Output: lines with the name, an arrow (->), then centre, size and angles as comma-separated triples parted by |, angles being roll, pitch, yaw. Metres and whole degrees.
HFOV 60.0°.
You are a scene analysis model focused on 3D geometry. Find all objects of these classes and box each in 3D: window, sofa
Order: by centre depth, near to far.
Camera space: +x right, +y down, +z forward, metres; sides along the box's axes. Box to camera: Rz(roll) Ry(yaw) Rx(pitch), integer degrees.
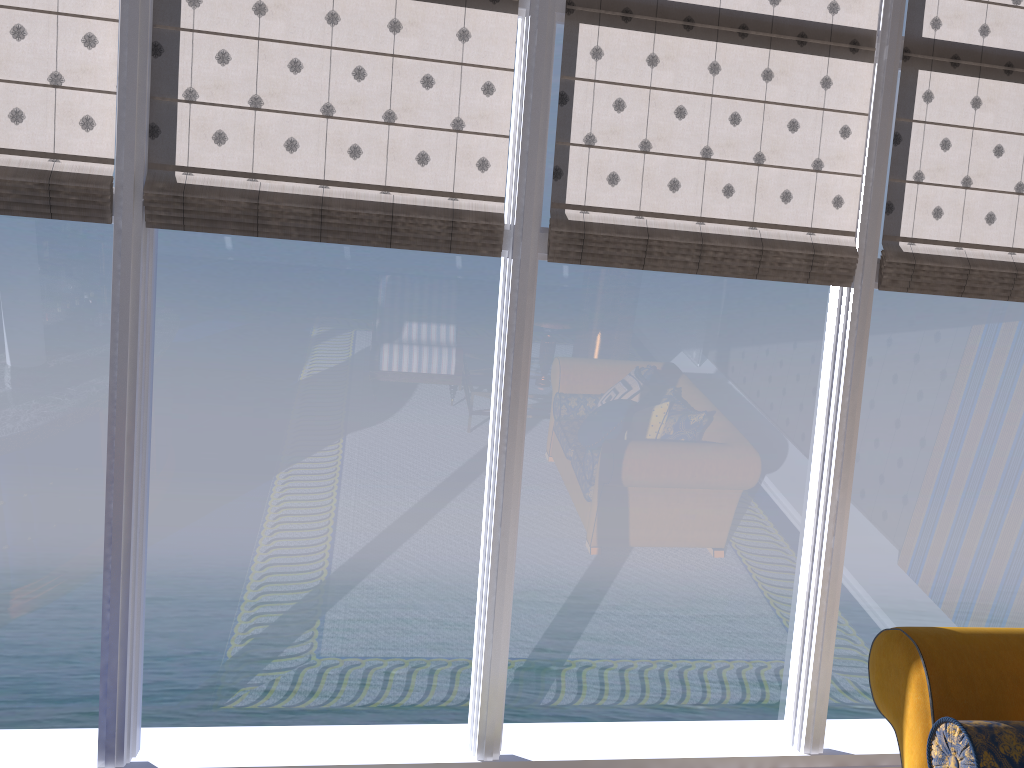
sofa -> 1.640, 0.986, 1.743 | 1.015, 0.853, 1.844 | 3, -9, -8
window -> -4.346, -1.563, 2.757 | 15.525, 5.847, 1.615 | 3, -9, -11

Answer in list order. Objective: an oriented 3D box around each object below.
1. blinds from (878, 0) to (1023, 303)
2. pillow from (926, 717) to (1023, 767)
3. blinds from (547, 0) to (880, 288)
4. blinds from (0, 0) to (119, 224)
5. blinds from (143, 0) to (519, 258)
blinds -> 2.402, -2.111, 3.850 | 1.370, 3.389, 0.872 | 3, -9, -10
pillow -> 1.255, 0.936, 2.183 | 0.378, 0.219, 0.215 | 3, -9, -6
blinds -> 0.940, -2.198, 3.577 | 1.370, 3.389, 0.872 | 3, -9, -10
blinds -> -2.030, -2.374, 3.022 | 1.370, 3.389, 0.872 | 3, -9, -10
blinds -> -0.581, -2.288, 3.293 | 1.370, 3.389, 0.872 | 3, -9, -10
